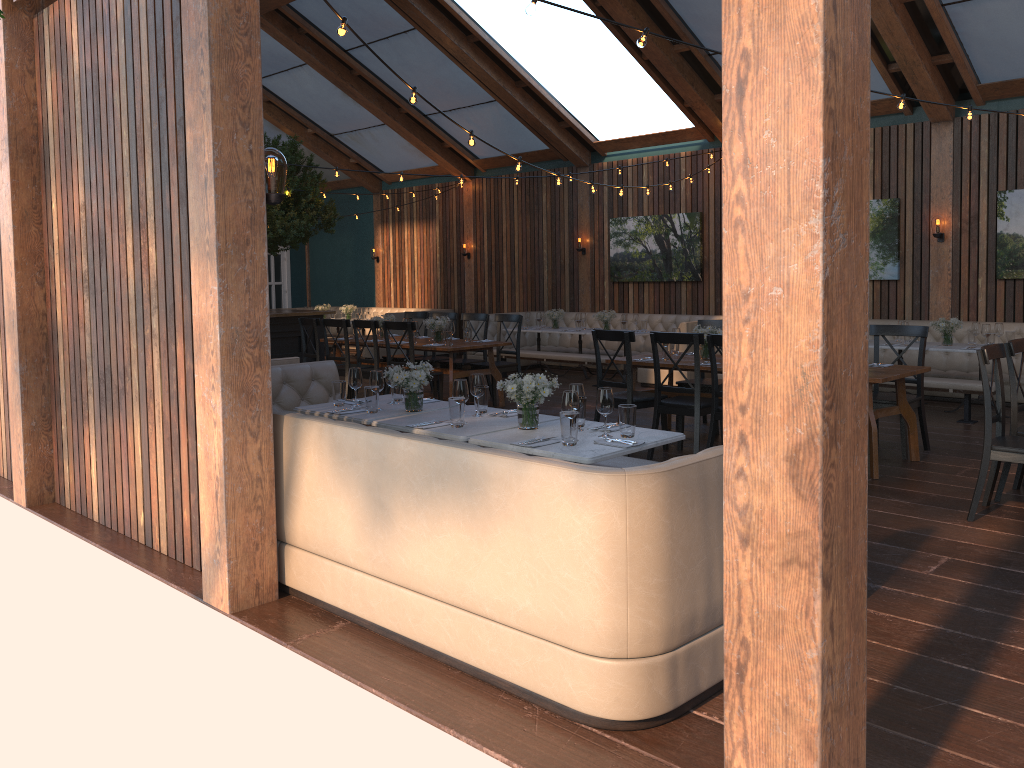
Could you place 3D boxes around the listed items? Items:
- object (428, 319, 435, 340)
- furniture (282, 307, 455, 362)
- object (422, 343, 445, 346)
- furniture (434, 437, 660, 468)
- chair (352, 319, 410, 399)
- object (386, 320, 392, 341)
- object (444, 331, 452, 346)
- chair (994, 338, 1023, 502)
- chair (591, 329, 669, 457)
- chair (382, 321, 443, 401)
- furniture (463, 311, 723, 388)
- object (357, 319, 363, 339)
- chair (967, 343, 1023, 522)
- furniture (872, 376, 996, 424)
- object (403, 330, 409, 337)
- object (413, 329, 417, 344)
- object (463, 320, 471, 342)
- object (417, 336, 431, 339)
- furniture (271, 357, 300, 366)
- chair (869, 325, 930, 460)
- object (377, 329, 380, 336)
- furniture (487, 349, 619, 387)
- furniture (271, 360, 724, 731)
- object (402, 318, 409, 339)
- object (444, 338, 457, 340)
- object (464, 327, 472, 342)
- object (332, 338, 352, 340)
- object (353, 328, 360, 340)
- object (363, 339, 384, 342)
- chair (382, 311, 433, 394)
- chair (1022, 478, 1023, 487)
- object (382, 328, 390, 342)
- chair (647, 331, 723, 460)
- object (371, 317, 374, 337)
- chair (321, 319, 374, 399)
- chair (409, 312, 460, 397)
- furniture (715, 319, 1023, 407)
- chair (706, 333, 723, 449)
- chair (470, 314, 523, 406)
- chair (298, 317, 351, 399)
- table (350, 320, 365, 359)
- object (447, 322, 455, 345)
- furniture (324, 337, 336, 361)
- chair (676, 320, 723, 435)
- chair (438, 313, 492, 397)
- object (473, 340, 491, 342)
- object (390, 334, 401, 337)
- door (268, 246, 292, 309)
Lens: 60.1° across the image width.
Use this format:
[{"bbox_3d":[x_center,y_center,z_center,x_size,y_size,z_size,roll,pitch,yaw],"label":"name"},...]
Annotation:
[{"bbox_3d":[-0.942,-0.640,10.443,0.092,0.243,0.092,-1,4,-3],"label":"object"},{"bbox_3d":[-3.017,-1.033,17.301,4.166,0.855,1.715,6,9,44],"label":"furniture"},{"bbox_3d":[-0.844,-0.432,9.672,0.158,0.019,0.256,6,10,44],"label":"object"},{"bbox_3d":[0.237,0.601,5.566,2.333,0.397,0.314,6,8,44],"label":"furniture"},{"bbox_3d":[-1.465,-0.213,9.840,0.541,1.016,0.478,-5,5,-42],"label":"chair"},{"bbox_3d":[-1.455,-0.633,10.468,0.092,0.243,0.092,2,5,42],"label":"object"},{"bbox_3d":[-0.688,-0.491,9.565,0.092,0.157,0.092,-2,4,-9],"label":"object"},{"bbox_3d":[3.404,0.236,5.581,0.540,1.016,0.479,3,6,44],"label":"chair"},{"bbox_3d":[0.984,0.044,7.451,0.541,1.016,0.478,-4,5,-38],"label":"chair"},{"bbox_3d":[-1.066,-0.171,9.449,0.478,1.016,0.541,2,5,39],"label":"chair"},{"bbox_3d":[1.294,-0.579,13.074,4.166,0.855,1.715,6,9,44],"label":"furniture"},{"bbox_3d":[-1.873,-0.679,10.889,0.092,0.243,0.092,-1,4,2],"label":"object"},{"bbox_3d":[3.012,0.292,5.182,0.540,1.016,0.479,2,5,39],"label":"chair"},{"bbox_3d":[3.745,0.100,9.134,2.333,0.397,0.314,6,8,44],"label":"furniture"},{"bbox_3d":[-1.300,-0.655,10.941,0.092,0.157,0.092,-2,4,-19],"label":"object"},{"bbox_3d":[-1.115,-0.533,9.965,0.092,0.157,0.092,-2,4,-19],"label":"object"},{"bbox_3d":[-0.513,-0.599,10.066,0.092,0.243,0.092,-2,4,-20],"label":"object"},{"bbox_3d":[-1.137,-0.573,10.879,0.158,0.019,0.256,6,10,44],"label":"object"},{"bbox_3d":[-3.750,0.140,7.950,4.166,0.855,1.715,6,9,44],"label":"furniture"},{"bbox_3d":[3.068,0.043,7.183,0.478,1.016,0.541,3,6,44],"label":"chair"},{"bbox_3d":[-1.700,-0.699,11.374,0.092,0.157,0.092,-2,4,-19],"label":"object"},{"bbox_3d":[0.519,-0.239,12.297,2.333,0.397,0.314,6,8,44],"label":"furniture"},{"bbox_3d":[-0.514,0.480,4.777,4.166,0.855,1.715,6,9,44],"label":"furniture"},{"bbox_3d":[-1.298,-0.680,10.837,0.092,0.243,0.092,2,5,42],"label":"object"},{"bbox_3d":[-0.758,-0.535,10.497,0.158,0.019,0.256,6,10,44],"label":"object"},{"bbox_3d":[-0.503,-0.568,10.166,0.092,0.157,0.092,-2,4,-9],"label":"object"},{"bbox_3d":[-2.059,-0.559,10.856,0.158,0.019,0.256,6,10,44],"label":"object"},{"bbox_3d":[-1.890,-0.619,10.758,0.092,0.157,0.092,-3,5,-29],"label":"object"},{"bbox_3d":[-1.615,-0.515,10.447,0.158,0.019,0.256,6,10,44],"label":"object"},{"bbox_3d":[-1.371,-0.424,11.535,0.478,1.016,0.541,3,6,44],"label":"chair"},{"bbox_3d":[3.796,0.180,5.980,0.540,1.016,0.479,2,5,39],"label":"chair"},{"bbox_3d":[-1.469,-0.575,10.346,0.092,0.157,0.092,-4,5,-39],"label":"object"},{"bbox_3d":[1.409,0.083,7.074,0.478,1.016,0.541,3,5,41],"label":"chair"},{"bbox_3d":[-1.751,-0.723,11.231,0.092,0.243,0.092,1,4,25],"label":"object"},{"bbox_3d":[-1.883,-0.252,10.215,0.478,1.016,0.541,2,5,39],"label":"chair"},{"bbox_3d":[-0.970,-0.382,11.142,0.478,1.016,0.541,2,5,39],"label":"chair"},{"bbox_3d":[4.523,-0.239,9.909,4.166,0.855,1.715,6,9,44],"label":"furniture"},{"bbox_3d":[1.781,0.127,6.673,0.541,1.016,0.478,-4,5,-40],"label":"chair"},{"bbox_3d":[-0.171,-0.298,10.358,0.541,1.016,0.478,-4,5,-40],"label":"chair"},{"bbox_3d":[-2.257,-0.298,10.633,0.541,1.016,0.478,-4,5,-40],"label":"chair"},{"bbox_3d":[-2.758,-0.836,16.439,0.800,0.669,0.801,4,8,43],"label":"table"},{"bbox_3d":[-0.669,-0.552,9.709,0.092,0.243,0.092,-4,5,-42],"label":"object"},{"bbox_3d":[-3.816,-0.696,16.547,2.333,0.397,0.314,6,8,44],"label":"furniture"},{"bbox_3d":[1.868,-0.084,8.360,0.478,1.016,0.541,3,6,44],"label":"chair"},{"bbox_3d":[-0.571,-0.340,10.750,0.478,1.016,0.541,3,6,44],"label":"chair"},{"bbox_3d":[-0.340,-0.491,10.086,0.158,0.019,0.256,6,10,44],"label":"object"},{"bbox_3d":[-1.560,-0.619,11.277,0.158,0.019,0.256,6,10,44],"label":"object"},{"bbox_3d":[-7.862,-1.590,16.984,0.174,2.199,8.201,2,7,44],"label":"door"}]
